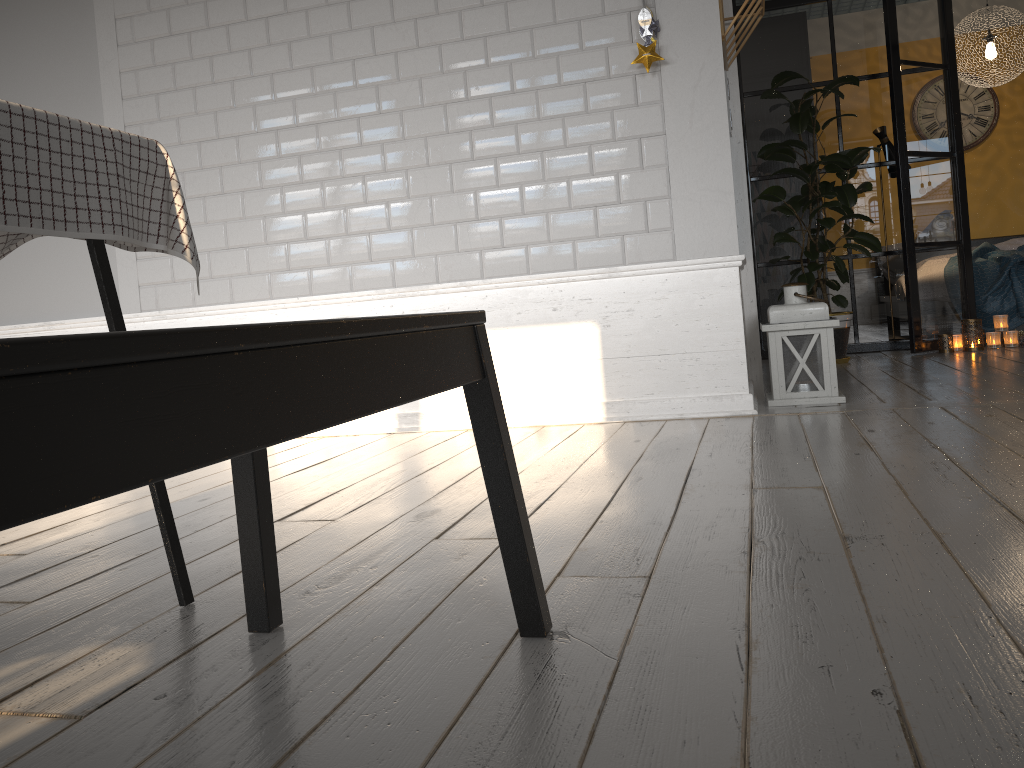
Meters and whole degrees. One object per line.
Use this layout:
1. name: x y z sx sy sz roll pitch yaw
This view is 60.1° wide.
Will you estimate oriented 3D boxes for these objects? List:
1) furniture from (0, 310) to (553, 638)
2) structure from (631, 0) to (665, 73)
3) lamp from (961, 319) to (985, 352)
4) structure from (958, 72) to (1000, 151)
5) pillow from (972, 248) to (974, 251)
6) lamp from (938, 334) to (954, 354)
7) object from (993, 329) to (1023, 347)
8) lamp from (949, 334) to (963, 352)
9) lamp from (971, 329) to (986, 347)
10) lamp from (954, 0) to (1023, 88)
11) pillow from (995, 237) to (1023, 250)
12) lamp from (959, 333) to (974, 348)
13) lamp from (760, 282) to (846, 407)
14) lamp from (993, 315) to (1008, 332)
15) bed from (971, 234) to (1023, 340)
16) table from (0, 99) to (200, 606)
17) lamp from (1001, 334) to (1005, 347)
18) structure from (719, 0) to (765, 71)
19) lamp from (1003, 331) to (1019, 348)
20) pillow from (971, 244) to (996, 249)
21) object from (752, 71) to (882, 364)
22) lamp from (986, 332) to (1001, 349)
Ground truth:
1. furniture: -0.407 0.214 0.508 0.465 0.454 1.676 -4 4 16
2. structure: 0.495 -1.380 3.307 0.134 0.447 0.078 -5 1 4
3. lamp: 2.734 -0.290 5.253 0.114 0.187 0.115 -4 2 14
4. structure: 4.000 -2.452 7.987 0.726 0.724 0.071 -4 1 16
5. pillow: 3.516 -1.142 7.402 0.781 0.598 0.501 -4 2 22
6. lamp: 2.589 -0.239 5.279 0.084 0.110 0.084 -5 2 -9
7. object: 3.086 -0.290 5.425 0.192 0.117 0.719 -5 4 5
8. lamp: 2.670 -0.245 5.322 0.081 0.098 0.080 -6 3 -34
9. lamp: 2.906 -0.284 5.514 0.080 0.106 0.081 -4 2 15
10. lamp: 3.716 -2.868 6.905 0.618 1.094 0.615 -6 2 -34
11. pillow: 4.198 -1.090 7.218 0.594 0.227 0.484 -7 4 -25
12. lamp: 2.754 -0.255 5.360 0.081 0.098 0.080 -6 3 -34
13. lamp: 1.157 -0.171 3.561 0.286 0.477 0.287 -4 2 15
14. lamp: 2.910 -0.360 5.264 0.081 0.098 0.080 -6 3 -34
15. bed: 3.974 -0.815 6.840 1.895 0.769 2.332 -4 4 16
16. table: -1.186 0.100 0.688 0.930 0.782 2.033 -4 4 16
17. lamp: 2.963 -0.263 5.364 0.069 0.080 0.069 -4 2 23
18. structure: 0.898 -1.702 3.527 0.185 0.774 0.497 -5 2 16
19. lamp: 2.963 -0.264 5.251 0.081 0.098 0.080 -6 3 -34
20. pillow: 4.337 -1.079 7.599 0.774 0.296 0.529 -4 4 16
21. object: 3.362 -1.125 4.968 3.890 1.793 1.014 -4 2 15
22. lamp: 2.877 -0.260 5.282 0.081 0.098 0.080 -6 3 -34
